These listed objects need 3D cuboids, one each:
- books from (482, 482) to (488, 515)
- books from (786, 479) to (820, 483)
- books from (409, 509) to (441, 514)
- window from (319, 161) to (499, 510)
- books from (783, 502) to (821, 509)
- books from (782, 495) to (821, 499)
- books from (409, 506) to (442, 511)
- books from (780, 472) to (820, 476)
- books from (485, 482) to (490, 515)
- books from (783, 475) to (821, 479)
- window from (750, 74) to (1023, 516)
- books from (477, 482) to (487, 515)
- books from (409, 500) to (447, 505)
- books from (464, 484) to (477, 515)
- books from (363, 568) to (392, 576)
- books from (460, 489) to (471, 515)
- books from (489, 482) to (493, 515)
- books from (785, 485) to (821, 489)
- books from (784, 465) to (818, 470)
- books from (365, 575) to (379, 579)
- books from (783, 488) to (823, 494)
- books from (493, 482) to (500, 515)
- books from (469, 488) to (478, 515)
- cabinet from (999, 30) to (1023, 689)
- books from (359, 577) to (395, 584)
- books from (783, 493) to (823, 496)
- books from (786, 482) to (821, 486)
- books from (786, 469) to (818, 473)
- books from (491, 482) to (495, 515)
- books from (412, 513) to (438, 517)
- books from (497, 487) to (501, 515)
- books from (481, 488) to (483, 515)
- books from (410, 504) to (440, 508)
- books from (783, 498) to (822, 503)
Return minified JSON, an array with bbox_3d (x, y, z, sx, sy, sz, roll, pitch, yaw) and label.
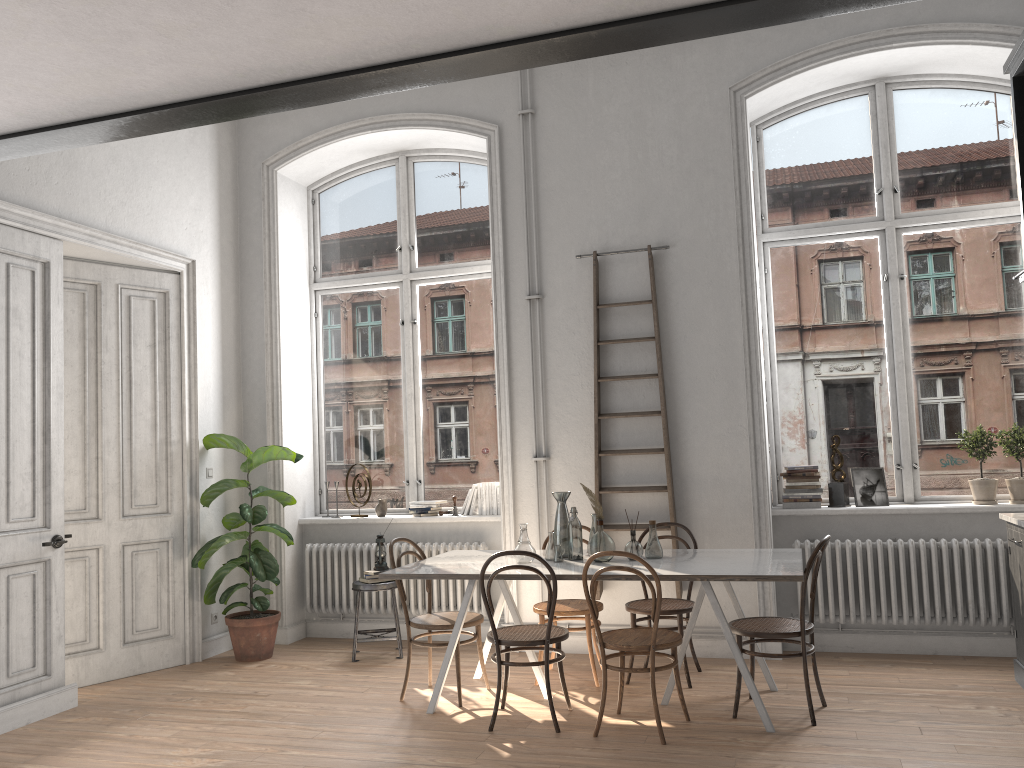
[{"bbox_3d":[-0.186,0.876,6.787,0.024,0.243,0.175,-4,-4,17],"label":"books"},{"bbox_3d":[1.999,0.661,6.100,0.205,0.022,0.155,-3,-5,12],"label":"books"},{"bbox_3d":[-0.677,0.995,6.932,0.205,0.022,0.155,-6,-6,37],"label":"books"},{"bbox_3d":[-0.831,-0.413,7.248,1.622,2.841,0.013,-4,-4,17],"label":"window"},{"bbox_3d":[1.987,0.827,6.083,0.248,0.043,0.192,-4,-5,17],"label":"books"},{"bbox_3d":[1.986,0.771,6.085,0.249,0.023,0.175,-4,-5,18],"label":"books"},{"bbox_3d":[-0.676,0.973,6.932,0.221,0.023,0.147,-5,-5,33],"label":"books"},{"bbox_3d":[1.984,0.620,6.107,0.231,0.023,0.162,-5,-5,33],"label":"books"},{"bbox_3d":[-0.162,0.875,6.789,0.019,0.243,0.174,-3,-4,17],"label":"books"},{"bbox_3d":[1.993,0.641,6.103,0.244,0.019,0.174,-4,-5,17],"label":"books"},{"bbox_3d":[9.381,-5.166,7.406,14.387,15.926,26.410,-4,-4,17],"label":"window"},{"bbox_3d":[-0.222,0.881,6.831,0.024,0.243,0.175,-4,-4,17],"label":"books"},{"bbox_3d":[-0.655,0.926,6.937,0.244,0.019,0.174,-5,-5,27],"label":"books"},{"bbox_3d":[-0.298,0.887,6.832,0.100,0.235,0.174,-4,-4,17],"label":"books"},{"bbox_3d":[-0.945,1.359,6.422,0.221,0.027,0.147,1,-6,-40],"label":"books"},{"bbox_3d":[-0.333,0.909,6.847,0.105,0.194,0.155,-3,-4,16],"label":"books"},{"bbox_3d":[-0.138,0.875,6.800,0.019,0.243,0.174,-3,-4,17],"label":"books"},{"bbox_3d":[2.000,0.706,6.096,0.205,0.022,0.155,-5,-5,32],"label":"books"},{"bbox_3d":[1.993,0.577,6.117,0.201,0.024,0.159,-3,-4,8],"label":"books"},{"bbox_3d":[-0.946,1.381,6.421,0.232,0.029,0.163,-1,-5,-12],"label":"books"},{"bbox_3d":[1.998,0.731,6.101,0.245,0.028,0.193,-3,-5,12],"label":"books"},{"bbox_3d":[-0.103,0.872,6.771,0.019,0.243,0.174,-3,-4,17],"label":"books"},{"bbox_3d":[-0.273,0.902,6.825,0.072,0.203,0.155,-4,-4,17],"label":"books"},{"bbox_3d":[2.598,-0.210,3.565,0.635,3.581,3.252,-4,-4,17],"label":"cabinet"},{"bbox_3d":[-0.957,1.408,6.420,0.246,0.034,0.194,1,-5,-32],"label":"books"},{"bbox_3d":[2.000,0.752,6.098,0.255,0.014,0.193,-4,-5,21],"label":"books"},{"bbox_3d":[2.005,0.683,6.102,0.222,0.024,0.158,-4,-5,17],"label":"books"},{"bbox_3d":[1.996,0.598,6.105,0.205,0.020,0.155,-4,-5,17],"label":"books"},{"bbox_3d":[-0.116,0.874,6.798,0.024,0.243,0.175,-4,-4,17],"label":"books"},{"bbox_3d":[-0.681,1.018,6.936,0.147,0.023,0.221,0,-5,-24],"label":"books"},{"bbox_3d":[-0.080,0.889,6.764,0.020,0.205,0.155,-4,-4,17],"label":"books"},{"bbox_3d":[-0.203,0.897,6.803,0.020,0.205,0.155,-4,-4,17],"label":"books"},{"bbox_3d":[-0.678,0.952,6.922,0.205,0.020,0.155,-3,-4,8],"label":"books"},{"bbox_3d":[1.987,0.794,6.083,0.249,0.023,0.175,-3,-5,13],"label":"books"}]
